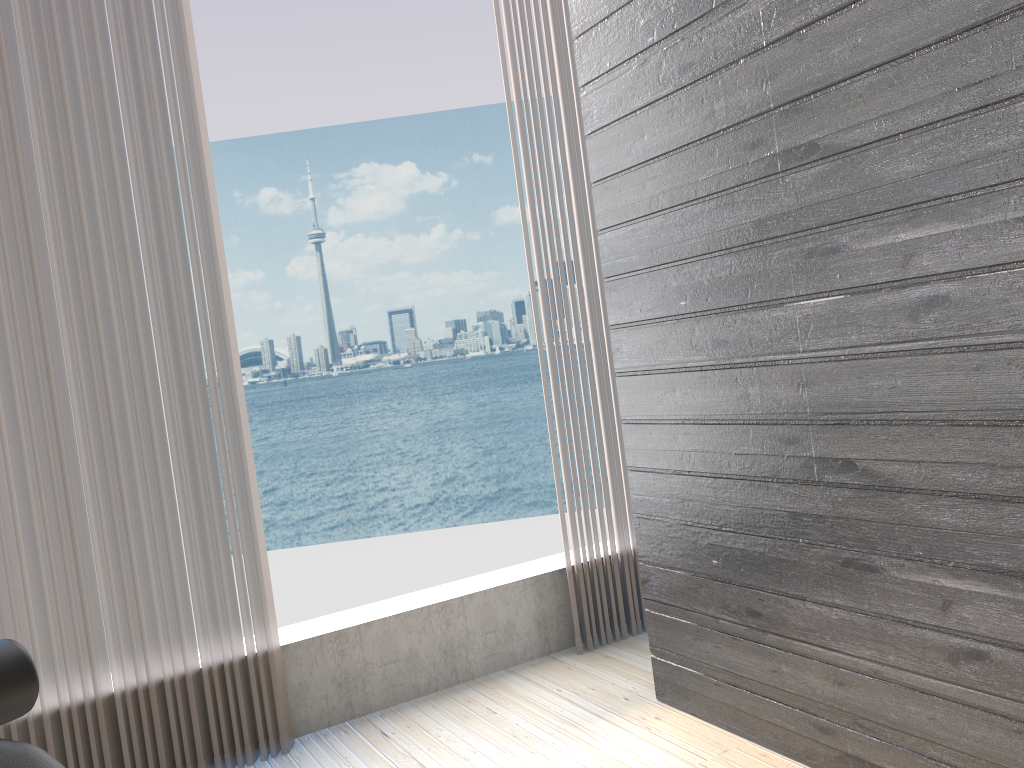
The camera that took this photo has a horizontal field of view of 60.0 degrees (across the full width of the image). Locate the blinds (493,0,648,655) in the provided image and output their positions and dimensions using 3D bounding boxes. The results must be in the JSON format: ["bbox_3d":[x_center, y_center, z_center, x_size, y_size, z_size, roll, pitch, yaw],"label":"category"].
[{"bbox_3d":[0.508,-0.572,3.068,1.133,2.744,0.069,-9,2,-29],"label":"blinds"}]

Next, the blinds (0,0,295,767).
[{"bbox_3d":[-1.248,-0.309,2.075,1.133,2.744,0.069,-9,2,-29],"label":"blinds"}]

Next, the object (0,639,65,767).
[{"bbox_3d":[-0.211,0.613,0.540,1.312,0.746,0.505,-6,2,30],"label":"object"}]
